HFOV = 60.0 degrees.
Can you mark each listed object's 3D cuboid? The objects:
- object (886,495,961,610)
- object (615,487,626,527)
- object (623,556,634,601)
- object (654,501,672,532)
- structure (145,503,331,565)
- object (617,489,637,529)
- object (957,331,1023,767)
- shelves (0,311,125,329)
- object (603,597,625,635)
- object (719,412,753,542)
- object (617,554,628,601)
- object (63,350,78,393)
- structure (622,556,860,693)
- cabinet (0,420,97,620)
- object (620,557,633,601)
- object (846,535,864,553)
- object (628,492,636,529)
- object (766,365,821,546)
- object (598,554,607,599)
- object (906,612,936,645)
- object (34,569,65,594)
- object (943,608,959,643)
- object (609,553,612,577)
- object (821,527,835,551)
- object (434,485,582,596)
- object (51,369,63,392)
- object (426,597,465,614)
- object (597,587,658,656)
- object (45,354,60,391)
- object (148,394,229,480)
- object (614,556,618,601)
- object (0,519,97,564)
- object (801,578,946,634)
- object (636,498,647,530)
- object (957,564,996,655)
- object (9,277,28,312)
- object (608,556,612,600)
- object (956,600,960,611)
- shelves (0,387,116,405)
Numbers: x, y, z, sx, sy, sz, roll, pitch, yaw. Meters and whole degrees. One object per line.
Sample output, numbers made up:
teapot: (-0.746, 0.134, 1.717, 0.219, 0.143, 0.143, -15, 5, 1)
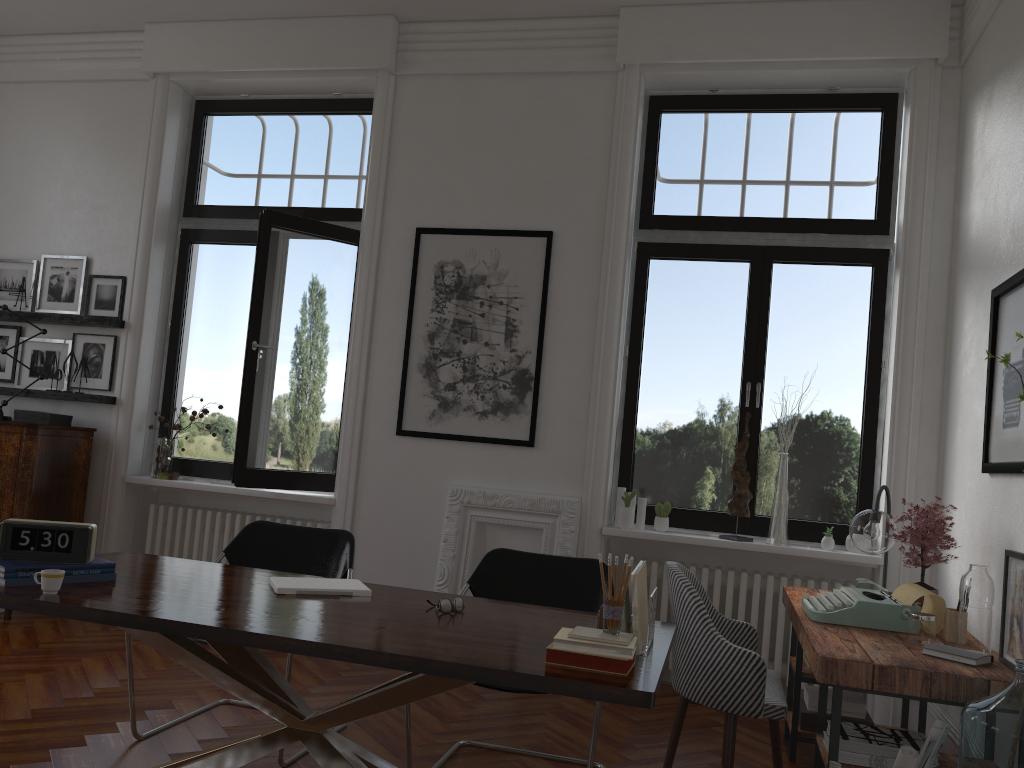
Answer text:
object: (1.797, 0.743, 3.882, 0.308, 0.528, 0.290, 7, -4, -31)
object: (0.654, 0.744, 5.357, 0.051, 0.238, 0.051, 8, -4, -41)
object: (0.304, 0.562, 2.395, 0.038, 0.194, 0.008, 2, -4, 40)
object: (0.901, 0.788, 5.299, 0.097, 0.185, 0.099, 3, -4, 37)
structure: (-1.870, 1.260, 6.002, 1.453, 0.777, 0.226, 4, -3, 14)
object: (0.680, 0.735, 5.242, 0.102, 0.244, 0.098, 6, -3, -8)
object: (1.479, 0.276, 2.261, 0.354, 2.055, 0.808, 5, -3, -5)
shelves: (-3.396, -0.463, 6.178, 1.514, 0.055, 0.158, 4, -4, 14)
object: (0.272, 0.627, 2.397, 0.058, 0.091, 0.058, 5, -4, 1)
object: (1.329, 0.535, 5.151, 0.143, 0.752, 0.165, 7, -4, -34)
object: (0.297, 0.562, 2.421, 0.032, 0.195, 0.008, 7, -4, -32)
object: (-3.029, -0.085, 6.079, 0.118, 0.298, 0.040, 4, -3, 14)
structure: (1.298, 1.483, 5.216, 1.453, 0.777, 0.226, 4, -3, 14)
cabinet: (-3.537, 0.833, 5.807, 1.265, 1.216, 0.641, 4, -4, 14)
object: (0.300, 0.561, 2.385, 0.044, 0.194, 0.008, 2, -5, 44)
object: (1.970, 0.909, 5.045, 0.134, 0.097, 0.132, 6, -4, -16)
object: (0.713, 0.759, 5.321, 0.051, 0.213, 0.051, 8, -4, -41)
object: (1.606, 0.402, 5.068, 0.295, 1.052, 0.290, 4, -3, 17)
object: (0.251, 0.560, 2.408, 0.049, 0.193, 0.008, 4, -3, 18)
object: (1.463, 0.873, 3.170, 0.093, 0.101, 0.093, 5, -4, 6)
object: (-1.381, 0.591, 2.653, 0.082, 0.065, 0.064, 2, -5, 34)
object: (1.635, 0.892, 3.276, 0.058, 0.113, 0.075, 4, -4, 14)
object: (0.269, 0.563, 2.429, 0.008, 0.193, 0.049, 6, -3, -17)
object: (1.786, 0.871, 5.006, 0.072, 0.134, 0.072, 2, -4, 39)
object: (-0.056, 1.167, 5.227, 0.829, 1.061, 0.234, 4, -3, 14)
object: (-3.102, -0.024, 6.055, 0.066, 0.160, 0.040, 4, -3, 14)
object: (-0.211, 0.729, 2.949, 0.114, 0.047, 0.133, 7, -5, -23)
object: (0.345, 0.694, 2.647, 0.149, 0.166, 0.229, 4, -4, 14)
object: (-3.158, -0.075, 6.100, 0.124, 0.260, 0.040, 4, -3, 14)
object: (-2.229, 0.364, 6.084, 0.542, 0.599, 0.317, 6, -4, -15)
object: (0.278, 0.558, 2.374, 0.008, 0.195, 0.037, 4, -4, 26)
object: (-1.496, 0.508, 2.853, 0.275, 0.125, 0.082, 6, -4, -12)
object: (1.445, 0.877, 3.609, 0.484, 0.148, 0.536, 4, -4, 13)
object: (0.770, 0.774, 5.282, 0.051, 0.188, 0.051, 8, -4, -41)
object: (1.600, 0.776, 3.055, 0.112, 0.302, 0.111, 8, -4, -39)
object: (-3.453, -0.622, 6.215, 0.174, 0.260, 0.040, 4, -3, 14)
object: (0.264, 0.558, 2.377, 0.008, 0.193, 0.049, 3, -4, 38)
object: (1.654, 0.845, 3.291, 0.054, 0.207, 0.008, 6, -3, -21)
shelves: (-3.442, 0.057, 6.150, 1.514, 0.055, 0.156, 4, -4, 14)
